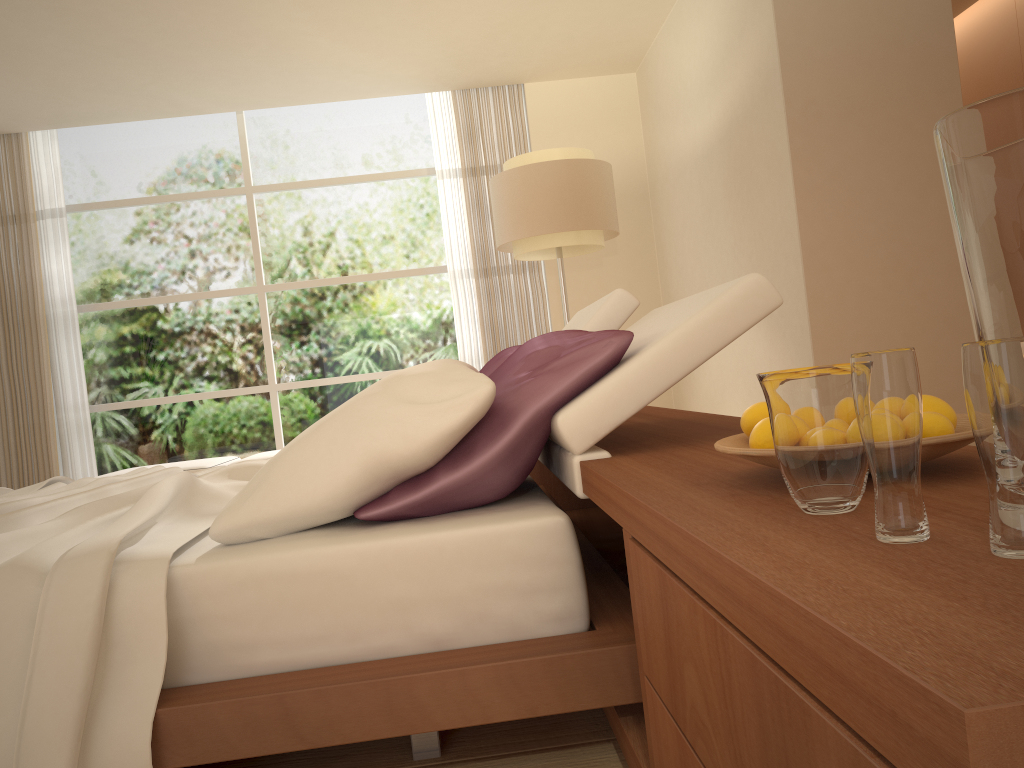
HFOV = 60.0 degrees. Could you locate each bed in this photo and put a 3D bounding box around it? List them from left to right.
[{"bbox_3d":[-1.063,0.530,2.372,2.535,0.570,2.599,-7,1,-4],"label":"bed"}]

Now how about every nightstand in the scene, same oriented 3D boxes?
[{"bbox_3d":[0.341,0.379,2.514,0.493,0.539,4.220,-7,1,-4],"label":"nightstand"}]

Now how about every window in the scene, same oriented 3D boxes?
[{"bbox_3d":[-2.131,-0.804,7.536,4.781,3.371,0.071,-7,1,-4],"label":"window"}]

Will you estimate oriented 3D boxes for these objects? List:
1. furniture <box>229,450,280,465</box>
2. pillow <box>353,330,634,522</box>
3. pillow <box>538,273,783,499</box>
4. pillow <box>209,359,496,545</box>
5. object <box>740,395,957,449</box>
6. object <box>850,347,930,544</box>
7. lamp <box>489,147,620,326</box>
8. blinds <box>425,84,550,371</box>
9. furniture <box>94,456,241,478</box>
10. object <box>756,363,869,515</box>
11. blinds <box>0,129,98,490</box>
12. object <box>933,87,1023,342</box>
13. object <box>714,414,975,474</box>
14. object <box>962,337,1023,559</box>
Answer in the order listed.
[{"bbox_3d":[-1.531,0.656,6.607,0.965,0.346,0.964,-7,1,-4],"label":"furniture"},{"bbox_3d":[-0.083,0.072,2.480,0.575,0.369,1.683,-7,1,-4],"label":"pillow"},{"bbox_3d":[0.233,-0.038,2.509,0.461,0.457,1.779,-7,1,-4],"label":"pillow"},{"bbox_3d":[-0.349,0.118,2.457,0.561,0.339,1.720,-7,1,-4],"label":"pillow"},{"bbox_3d":[0.416,0.057,1.119,0.230,0.084,0.259,-7,1,-34],"label":"object"},{"bbox_3d":[0.309,0.050,0.721,0.052,0.154,0.052,-7,1,15],"label":"object"},{"bbox_3d":[0.347,-0.395,5.546,0.817,2.018,0.817,-6,1,39],"label":"lamp"},{"bbox_3d":[-0.149,-1.026,7.350,0.814,3.351,0.202,-7,1,-5],"label":"blinds"},{"bbox_3d":[-2.557,0.777,6.543,0.965,0.346,0.964,-7,1,-4],"label":"furniture"},{"bbox_3d":[0.306,0.054,0.876,0.110,0.141,0.110,-6,1,39],"label":"object"},{"bbox_3d":[-4.001,-0.571,7.163,0.950,3.352,0.211,-7,1,-5],"label":"blinds"},{"bbox_3d":[0.434,-0.052,0.671,0.159,0.328,0.227,-7,1,-35],"label":"object"},{"bbox_3d":[0.426,0.084,1.103,0.337,0.053,0.337,-7,1,10],"label":"object"},{"bbox_3d":[0.357,0.045,0.635,0.052,0.154,0.052,-7,1,15],"label":"object"}]
